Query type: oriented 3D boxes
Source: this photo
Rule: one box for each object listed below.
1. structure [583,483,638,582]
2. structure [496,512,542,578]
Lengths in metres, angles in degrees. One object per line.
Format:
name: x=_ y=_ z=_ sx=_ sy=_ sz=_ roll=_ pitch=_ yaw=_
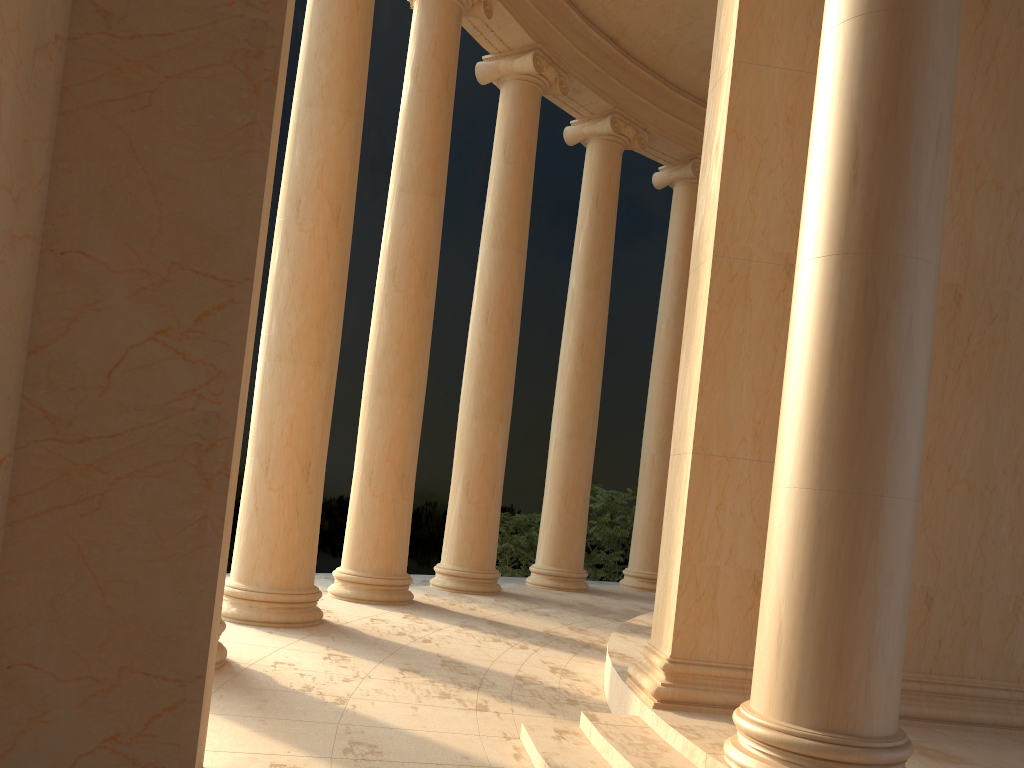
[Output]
structure: x=180.393 y=328.461 z=1604.800 sx=247.273 sy=298.539 sz=238.454 roll=7 pitch=-4 yaw=-3
structure: x=-6.491 y=309.828 z=1514.619 sx=149.052 sy=187.728 sz=156.456 roll=6 pitch=-4 yaw=7
